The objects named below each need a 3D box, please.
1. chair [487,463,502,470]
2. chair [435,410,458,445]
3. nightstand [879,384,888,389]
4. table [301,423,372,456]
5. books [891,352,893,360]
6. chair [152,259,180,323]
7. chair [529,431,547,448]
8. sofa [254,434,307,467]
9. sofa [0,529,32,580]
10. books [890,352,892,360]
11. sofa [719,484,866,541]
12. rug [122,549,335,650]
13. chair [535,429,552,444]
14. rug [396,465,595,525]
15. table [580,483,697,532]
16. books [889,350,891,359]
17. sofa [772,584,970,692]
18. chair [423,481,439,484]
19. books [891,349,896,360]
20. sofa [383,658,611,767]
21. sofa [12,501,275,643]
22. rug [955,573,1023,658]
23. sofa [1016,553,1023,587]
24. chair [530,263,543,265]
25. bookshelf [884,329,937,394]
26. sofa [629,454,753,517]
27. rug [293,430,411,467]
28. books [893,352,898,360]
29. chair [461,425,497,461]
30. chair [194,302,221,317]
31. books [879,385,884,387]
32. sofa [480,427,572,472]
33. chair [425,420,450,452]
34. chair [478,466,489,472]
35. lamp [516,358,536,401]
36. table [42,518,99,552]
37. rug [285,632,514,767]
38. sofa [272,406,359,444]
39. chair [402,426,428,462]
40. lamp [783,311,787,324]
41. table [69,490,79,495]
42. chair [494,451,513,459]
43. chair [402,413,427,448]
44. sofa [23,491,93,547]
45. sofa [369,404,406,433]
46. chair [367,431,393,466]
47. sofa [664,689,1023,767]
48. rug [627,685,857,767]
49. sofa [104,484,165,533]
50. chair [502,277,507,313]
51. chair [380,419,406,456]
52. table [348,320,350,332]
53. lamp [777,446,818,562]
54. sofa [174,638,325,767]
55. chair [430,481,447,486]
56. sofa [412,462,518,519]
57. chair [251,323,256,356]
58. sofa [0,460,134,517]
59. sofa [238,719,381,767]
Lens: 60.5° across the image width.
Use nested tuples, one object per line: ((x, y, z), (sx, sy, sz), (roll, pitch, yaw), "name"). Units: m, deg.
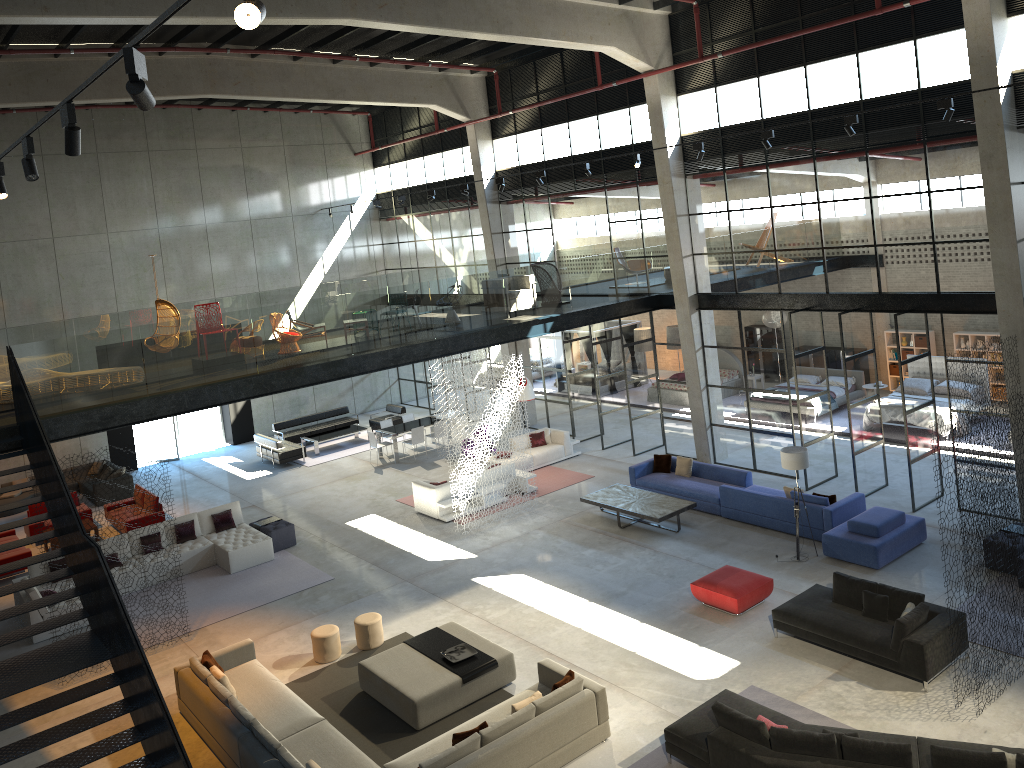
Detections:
((-0.423, 1.902, 19.122), (0.400, 0.320, 0.268), (-12, 8, -35), "chair")
((-1.825, 1.209, 24.226), (0.551, 0.864, 0.419), (-10, 5, -37), "chair")
((9.122, 0.394, 21.978), (0.599, 0.695, 0.611), (-4, 6, 25), "nightstand")
((-5.055, 1.598, 25.330), (1.825, 0.404, 0.902), (-14, 12, -37), "table")
((10.506, -0.801, 24.169), (0.177, 0.260, 0.033), (-10, 4, -37), "books")
((-6.389, -1.439, 15.858), (0.634, 1.765, 0.606), (-5, 4, 28), "chair")
((0.629, 1.356, 21.421), (0.411, 0.333, 0.259), (-7, 5, -4), "chair")
((-6.416, 1.770, 24.281), (0.831, 0.751, 1.654), (-11, 10, -37), "sofa")
((-10.464, 3.373, 17.949), (0.826, 0.806, 2.298), (-11, 11, -36), "sofa")
((10.497, -0.781, 24.185), (0.177, 0.214, 0.030), (-11, 5, -37), "books")
((4.959, 2.117, 15.646), (1.067, 0.715, 2.339), (-12, 11, -36), "sofa")
((-5.347, 3.688, 15.378), (3.675, 0.020, 2.651), (-14, 13, -37), "rug")
((0.775, 1.312, 21.564), (0.381, 0.335, 0.256), (-7, 5, -4), "chair")
((-0.366, 2.340, 19.622), (3.675, 0.020, 2.651), (-14, 13, -37), "rug")
((2.376, 2.391, 16.605), (1.040, 0.395, 2.067), (-13, 12, -36), "table")
((10.463, -0.807, 24.226), (0.177, 0.259, 0.019), (-10, 4, -37), "books")
((4.506, 3.074, 11.188), (1.095, 0.556, 2.110), (-13, 12, -36), "sofa")
((-1.637, 2.155, 18.585), (0.389, 0.269, 0.323), (-2, 8, 28), "chair")
((10.515, -0.810, 24.146), (0.187, 0.285, 0.048), (-10, 4, -37), "books")
((-0.147, 3.823, 9.556), (2.366, 0.716, 1.054), (-14, 11, -37), "sofa")
((-6.659, 3.270, 16.052), (4.204, 0.862, 1.827), (-14, 12, -37), "sofa")
((7.591, 3.083, 10.826), (2.681, 0.020, 3.634), (-14, 13, -36), "rug")
((8.935, 2.432, 11.152), (1.848, 0.862, 4.157), (-13, 12, -36), "sofa")
((0.831, -2.425, 21.089), (0.684, 0.980, 0.840), (-4, 6, 23), "chair")
((10.835, -0.575, 23.792), (0.333, 1.745, 1.239), (-8, 5, -37), "bookshelf")
((3.544, 1.988, 17.514), (1.067, 0.599, 2.339), (-13, 12, -36), "sofa")
((-4.822, 1.779, 25.330), (3.434, 0.025, 2.413), (-14, 13, -37), "rug")
((10.557, -0.770, 24.121), (0.161, 0.203, 0.074), (-11, 5, -37), "books")
((-0.859, 1.484, 22.492), (0.806, 0.743, 0.656), (-12, 8, -37), "chair")
((-5.540, -1.012, 16.368), (0.653, 0.974, 0.660), (-10, 6, -37), "chair")
((9.182, 0.019, 21.953), (0.228, 0.042, 0.306), (-1, 12, 26), "books")
((0.341, 1.650, 21.088), (2.174, 0.663, 0.943), (-14, 11, -37), "sofa")
((-2.004, 1.390, 23.363), (0.425, 0.864, 0.544), (-9, 5, -37), "chair")
((-0.682, 1.960, 18.967), (0.268, 0.315, 0.399), (-2, 9, 39), "chair")
((0.258, -0.196, 19.964), (0.443, 1.093, 0.439), (-8, 4, -29), "lamp")
((-9.421, 3.299, 18.750), (0.922, 0.420, 0.912), (-13, 11, -37), "table")
((-1.514, 4.106, 10.818), (2.681, 0.020, 3.634), (-14, 13, -36), "rug")
((-5.843, 1.326, 26.321), (2.484, 0.752, 0.821), (-14, 10, -37), "sofa")
((-2.553, 1.531, 22.936), (0.425, 0.864, 0.544), (-9, 5, -37), "chair")
((7.633, -0.934, 25.207), (0.706, 2.463, 0.696), (-9, 4, -41), "lamp")
((-11.313, 3.002, 21.732), (1.074, 0.341, 1.062), (-14, 12, -37), "table")
((-0.192, 1.660, 20.683), (0.414, 0.107, 0.413), (-5, 10, 9), "chair")
((-2.702, 1.300, 24.269), (0.425, 0.864, 0.544), (-9, 5, -37), "chair")
((-10.236, 3.008, 19.772), (1.299, 0.808, 0.816), (-13, 9, -37), "sofa")
((-3.732, 1.081, 26.365), (0.831, 0.753, 0.951), (-12, 9, -37), "sofa")
((-3.430, 1.621, 22.979), (0.551, 0.864, 0.419), (-10, 5, -37), "chair")
((3.476, 3.693, 8.474), (4.053, 0.558, 1.495), (0, 11, 31), "sofa")
((2.971, 4.057, 8.372), (2.681, 0.020, 3.634), (-14, 13, -36), "rug")
((-8.421, 2.849, 19.535), (0.826, 0.807, 1.967), (-11, 10, -36), "sofa")
((-0.052, -1.946, 19.467), (0.995, 0.826, 0.804), (-12, 8, -37), "chair")
((-3.251, 1.441, 23.843), (0.425, 0.864, 0.544), (-9, 5, -37), "chair")
((-3.210, -1.114, 18.075), (0.473, 0.392, 0.638), (-8, 8, -12), "table")
((4.541, 1.941, 14.075), (0.676, 1.732, 0.428), (-9, 4, -40), "lamp")
((-3.293, 3.928, 10.888), (1.067, 0.715, 2.339), (-12, 11, -36), "sofa")
((-1.490, 2.172, 18.356), (0.401, 0.333, 0.286), (-5, 6, 8), "chair")
((-0.996, 2.218, 18.839), (2.165, 0.665, 0.948), (-14, 11, -37), "sofa")
((-5.205, -0.888, 17.221), (0.738, 0.703, 0.527), (-3, 6, 25), "chair")
((-11.678, 2.789, 22.428), (3.231, 0.563, 2.829), (-14, 13, -37), "sofa")
((-1.877, 4.111, 9.049), (1.067, 0.715, 2.339), (-12, 11, -36), "sofa")
